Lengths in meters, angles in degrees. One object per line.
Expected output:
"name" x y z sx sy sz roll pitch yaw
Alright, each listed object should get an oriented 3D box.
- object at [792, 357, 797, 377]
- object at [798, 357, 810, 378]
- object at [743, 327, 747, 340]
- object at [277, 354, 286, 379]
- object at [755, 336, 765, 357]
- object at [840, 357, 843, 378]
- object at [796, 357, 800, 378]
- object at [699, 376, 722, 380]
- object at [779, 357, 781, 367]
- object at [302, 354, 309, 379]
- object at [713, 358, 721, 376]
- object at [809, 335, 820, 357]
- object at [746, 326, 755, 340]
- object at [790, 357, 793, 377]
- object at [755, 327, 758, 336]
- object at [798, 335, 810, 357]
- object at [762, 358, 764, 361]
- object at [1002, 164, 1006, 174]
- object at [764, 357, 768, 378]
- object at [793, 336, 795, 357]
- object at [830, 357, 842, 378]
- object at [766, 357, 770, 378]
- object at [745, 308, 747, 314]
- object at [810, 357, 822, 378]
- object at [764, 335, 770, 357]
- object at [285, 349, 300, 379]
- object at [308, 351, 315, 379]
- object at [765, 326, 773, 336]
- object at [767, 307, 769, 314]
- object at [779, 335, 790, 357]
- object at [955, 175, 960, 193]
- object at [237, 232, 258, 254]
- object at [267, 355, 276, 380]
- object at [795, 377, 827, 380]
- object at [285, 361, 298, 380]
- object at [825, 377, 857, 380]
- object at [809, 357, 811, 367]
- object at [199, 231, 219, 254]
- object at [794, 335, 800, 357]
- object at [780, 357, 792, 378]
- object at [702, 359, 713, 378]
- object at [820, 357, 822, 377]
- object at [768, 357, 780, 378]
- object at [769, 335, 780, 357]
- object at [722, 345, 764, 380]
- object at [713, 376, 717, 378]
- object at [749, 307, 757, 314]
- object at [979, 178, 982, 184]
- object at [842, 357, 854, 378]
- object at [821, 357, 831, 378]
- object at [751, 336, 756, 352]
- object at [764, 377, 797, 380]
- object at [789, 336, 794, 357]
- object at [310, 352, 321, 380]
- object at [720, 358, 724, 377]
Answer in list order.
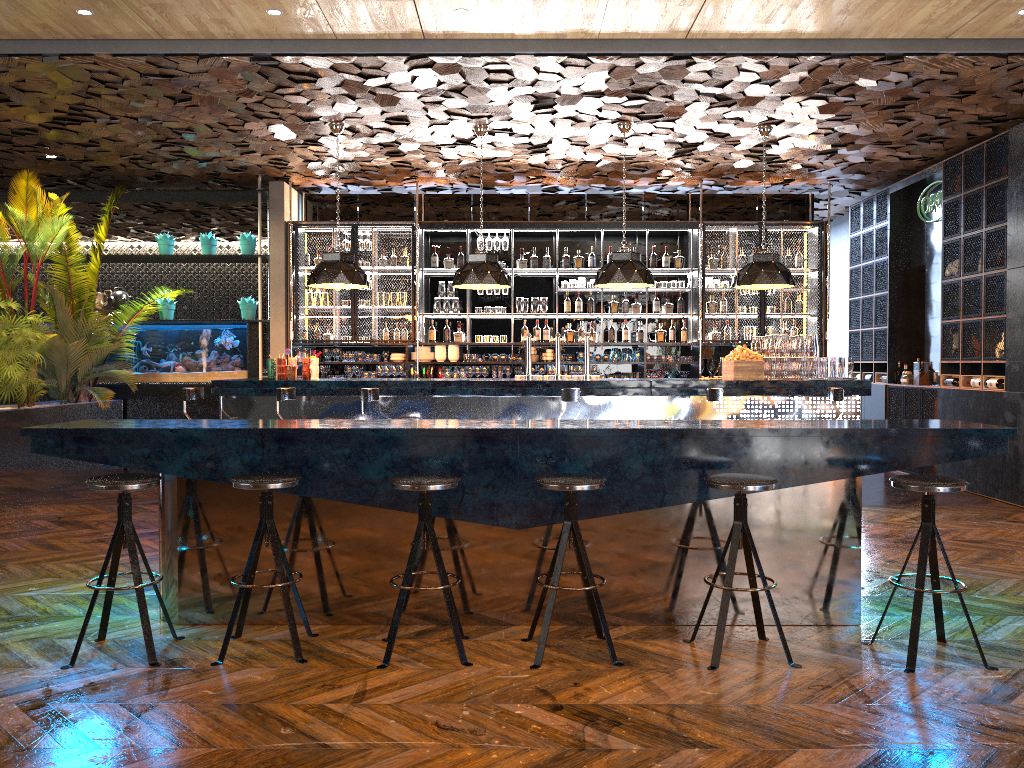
"object" 2.742 -0.154 8.520 0.105 0.209 0.105 1 2 25
"object" 2.730 -0.148 8.286 0.105 0.209 0.105 1 2 25
"object" 3.009 -0.625 11.330 0.105 0.209 0.105 0 1 -15
"object" -2.203 -0.167 8.478 0.078 0.246 0.084 0 1 -2
"object" 2.456 -0.369 8.780 0.105 0.209 0.105 1 2 25
"object" 3.100 -0.150 8.432 0.105 0.209 0.105 1 2 25
"object" 2.743 -0.151 8.401 0.105 0.209 0.105 1 2 25
"object" 1.851 -0.052 8.308 0.198 0.045 0.377 1 2 38
"object" 2.569 -0.151 8.400 0.105 0.209 0.105 1 2 25
"object" -1.990 -0.173 8.586 0.080 0.254 0.091 0 1 2
"object" 2.631 -0.167 11.231 0.170 0.313 0.170 0 1 -6
"object" 2.841 -0.358 8.345 0.105 0.209 0.105 1 2 25
"object" 3.015 -0.623 11.215 0.105 0.209 0.105 0 1 -15
"object" 2.719 -0.159 8.734 0.105 0.209 0.105 1 2 25
"object" 3.136 -0.624 11.277 0.105 0.209 0.105 0 1 -15
"object" 2.750 -0.358 8.341 0.105 0.209 0.105 1 2 25
"object" 2.436 -0.159 8.725 0.105 0.209 0.105 1 2 25
"object" 4.824 -2.070 8.541 0.138 0.222 0.278 0 1 1
"object" 2.460 -0.154 8.512 0.105 0.209 0.105 1 2 25
"object" 2.830 -0.369 8.793 0.105 0.209 0.105 1 2 25
"object" 3.040 -0.147 8.324 0.105 0.209 0.105 -1 2 -25
"object" 2.460 -0.151 8.393 0.105 0.209 0.105 1 2 25
"object" 2.948 -0.933 11.315 0.089 0.092 0.089 -1 2 -33
"object" 2.841 -0.149 8.299 0.105 0.209 0.105 1 2 25
"object" 2.459 -0.361 8.449 0.105 0.209 0.105 1 2 25
"object" -2.116 -0.194 8.559 0.116 0.298 0.105 1 2 31
"object" -1.904 -0.182 8.472 0.080 0.277 0.091 1 2 32
"object" 3.244 -0.623 11.218 0.105 0.209 0.105 0 1 -15
"object" 3.206 -0.930 11.209 0.089 0.092 0.089 0 1 -16
"object" 2.559 -0.358 8.337 0.105 0.209 0.105 1 2 25
"object" 4.824 -2.106 9.389 0.126 0.249 0.253 -1 2 -30
"object" -3.342 -1.764 11.209 0.265 0.325 0.245 0 1 -6
"object" -2.258 -0.158 8.334 0.086 0.237 0.084 0 1 19
"object" 2.792 -0.055 8.427 0.273 0.019 0.437 0 1 0
"object" -2.076 -0.136 8.332 0.110 0.191 0.131 0 1 12
"object" 3.073 -0.055 8.439 0.273 0.019 0.437 0 1 0
"object" 2.852 -0.151 8.408 0.105 0.209 0.105 1 2 25
"object" -3.826 -1.764 11.213 0.255 0.325 0.244 1 2 27
"object" 2.741 -0.361 8.458 0.105 0.209 0.105 1 2 25
"object" 2.559 -0.148 8.291 0.105 0.209 0.105 1 2 25
"object" 2.453 -0.165 11.232 0.186 0.307 0.186 0 1 6
"object" 3.029 -0.158 8.772 0.105 0.209 0.105 -1 2 -25
"object" 2.447 -0.148 8.278 0.105 0.209 0.105 1 2 25
"object" 2.468 -0.358 8.333 0.105 0.209 0.105 1 2 25
"object" 2.202 -0.206 8.400 0.340 0.332 0.464 0 1 3
"object" 2.194 -0.065 8.869 0.273 0.019 0.437 0 1 0
"object" 3.063 -0.932 11.271 0.089 0.092 0.089 0 1 1
"object" 4.835 -2.136 8.968 0.152 0.332 0.289 0 1 -8
"object" 3.148 -0.147 8.312 0.105 0.209 0.105 -1 2 -25
"object" 3.037 -0.153 8.553 0.105 0.209 0.105 1 2 25
"object" 2.447 -0.372 8.897 0.105 0.209 0.105 1 2 25
"object" 2.509 -0.055 8.418 0.273 0.019 0.437 0 1 0
"object" 2.739 -0.369 8.789 0.105 0.209 0.105 1 2 25
"object" -1.851 -0.172 8.344 0.081 0.264 0.099 1 1 21
"object" 2.159 -0.163 8.983 0.105 0.209 0.105 1 2 25
